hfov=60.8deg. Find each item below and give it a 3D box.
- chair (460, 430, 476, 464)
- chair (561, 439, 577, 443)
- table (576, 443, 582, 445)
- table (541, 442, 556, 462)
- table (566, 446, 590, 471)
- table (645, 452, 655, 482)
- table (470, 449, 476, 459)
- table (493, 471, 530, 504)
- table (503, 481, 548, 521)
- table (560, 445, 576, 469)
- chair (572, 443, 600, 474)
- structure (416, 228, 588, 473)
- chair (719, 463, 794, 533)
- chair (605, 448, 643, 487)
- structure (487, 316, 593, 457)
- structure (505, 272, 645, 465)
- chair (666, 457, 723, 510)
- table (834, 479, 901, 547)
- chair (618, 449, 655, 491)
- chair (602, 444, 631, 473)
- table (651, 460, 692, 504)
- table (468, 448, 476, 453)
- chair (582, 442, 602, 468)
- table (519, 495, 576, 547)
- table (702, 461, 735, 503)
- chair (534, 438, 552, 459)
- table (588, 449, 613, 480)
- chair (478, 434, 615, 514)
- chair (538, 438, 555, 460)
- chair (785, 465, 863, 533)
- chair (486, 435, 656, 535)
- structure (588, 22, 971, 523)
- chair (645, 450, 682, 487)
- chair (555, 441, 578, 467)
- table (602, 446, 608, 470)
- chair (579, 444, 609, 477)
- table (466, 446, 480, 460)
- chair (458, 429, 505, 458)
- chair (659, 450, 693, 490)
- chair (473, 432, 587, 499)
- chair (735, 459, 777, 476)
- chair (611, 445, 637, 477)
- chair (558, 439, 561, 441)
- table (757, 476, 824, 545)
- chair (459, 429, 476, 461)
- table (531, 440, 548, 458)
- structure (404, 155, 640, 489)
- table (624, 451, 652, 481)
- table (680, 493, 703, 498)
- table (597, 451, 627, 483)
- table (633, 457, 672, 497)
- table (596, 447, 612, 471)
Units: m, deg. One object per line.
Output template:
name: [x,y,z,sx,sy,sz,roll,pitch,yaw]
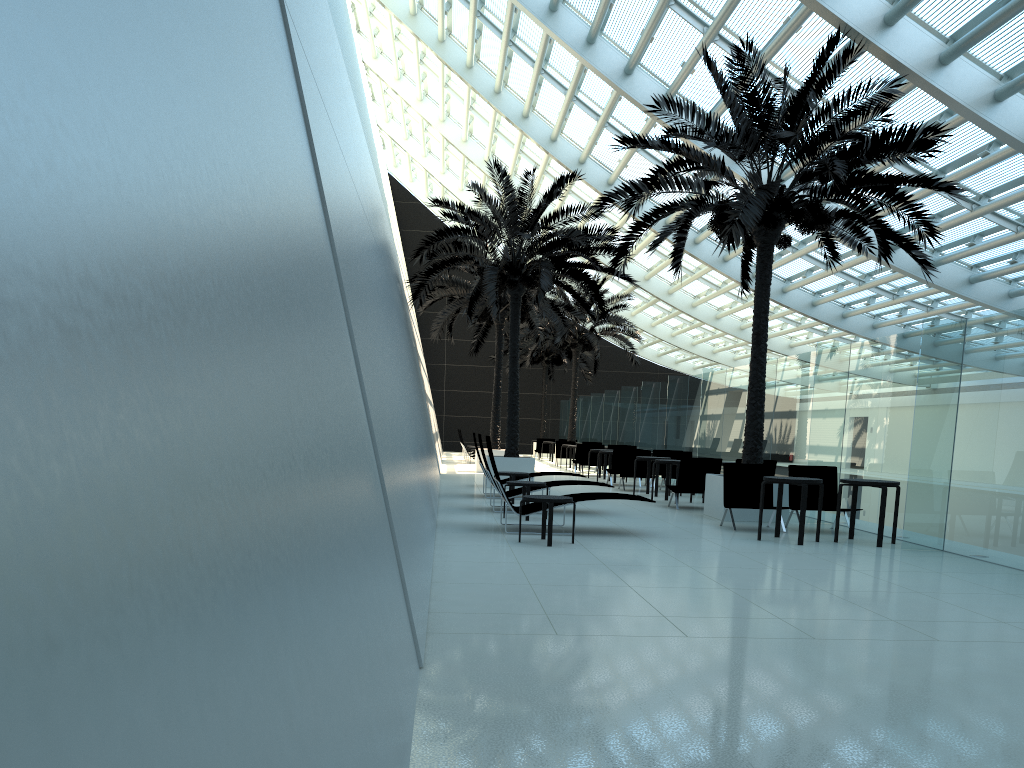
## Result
chair: [-0.786,2.183,30.084,2.037,1.172,0.911,2,4,-5]
chair: [2.397,2.730,35.889,0.716,0.898,0.878,2,2,-4]
table: [2.524,2.725,34.602,0.675,0.790,0.676,4,4,34]
table: [1.558,2.688,34.525,0.675,0.790,0.676,4,4,34]
table: [2.091,2.347,27.461,0.675,0.790,0.677,4,4,38]
table: [3.489,2.113,21.922,0.675,0.790,0.677,4,4,38]
table: [-1.089,2.441,28.939,0.550,0.523,0.551,3,2,34]
table: [-0.005,1.759,14.813,0.550,0.523,0.552,4,3,38]
table: [0.192,1.636,12.253,0.550,0.523,0.552,4,3,38]
table: [1.991,2.416,28.885,0.675,0.790,0.676,4,4,34]
chair: [2.213,2.235,26.285,0.716,0.898,0.878,2,2,-4]
structure: [-0.513,-0.958,24.315,4.264,6.976,4.600,5,5,29]
chair: [3.311,1.534,11.791,0.716,0.898,0.878,2,2,-4]
chair: [2.644,1.964,20.669,0.716,0.898,0.878,2,2,-4]
structure: [1.673,-0.143,40.071,4.455,7.102,4.750,0,5,-26]
structure: [2.269,-0.535,31.964,4.826,7.104,4.383,1,5,-11]
chair: [3.087,1.685,14.903,0.716,0.898,0.878,2,2,-4]
table: [4.359,1.572,10.705,0.674,0.790,0.677,5,4,43]
chair: [2.761,1.881,18.967,0.716,0.898,0.878,2,2,-4]
chair: [3.143,2.271,26.359,0.716,0.898,0.878,2,2,-4]
table: [2.965,1.797,16.079,0.675,0.790,0.677,4,4,38]
table: [-1.286,2.565,31.499,0.550,0.523,0.552,4,3,38]
chair: [2.831,2.457,30.225,0.716,0.898,0.878,2,2,-4]
table: [0.388,1.512,9.693,0.550,0.523,0.552,4,3,38]
table: [3.931,1.835,16.156,0.675,0.790,0.677,4,4,38]
chair: [1.352,2.776,37.505,0.716,0.898,0.878,2,2,-4]
table: [2.419,2.146,23.305,0.675,0.790,0.676,4,4,34]
chair: [0.495,1.378,13.398,2.037,1.172,0.911,2,4,-5]
chair: [1.467,2.694,35.815,0.716,0.898,0.878,2,2,-4]
chair: [4.241,1.570,11.866,0.716,0.898,0.878,2,2,-4]
chair: [0.692,1.254,10.838,2.037,1.172,0.911,2,4,-5]
structure: [3.737,-1.455,12.913,4.811,7.104,4.397,3,5,14]
chair: [3.574,1.999,20.744,0.716,0.898,0.878,2,2,-4]
chair: [1.902,2.421,30.150,0.716,0.898,0.878,2,2,-4]
table: [2.957,2.453,28.963,0.675,0.790,0.676,4,4,34]
chair: [2.329,2.152,24.595,0.716,0.898,0.878,2,2,-4]
table: [-1.488,2.692,34.139,0.550,0.523,0.552,4,3,38]
chair: [-1.185,2.434,35.284,2.037,1.172,0.911,2,4,-5]
chair: [3.690,1.917,19.041,0.716,0.898,0.878,2,2,-4]
chair: [0.299,1.501,15.958,2.037,1.172,0.911,2,4,-5]
chair: [4.016,1.721,14.978,0.716,0.898,0.878,2,2,-4]
chair: [3.258,2.188,24.669,0.716,0.898,0.878,2,2,-4]
chair: [2.281,2.812,37.580,0.716,0.898,0.878,2,2,-4]
table: [3.393,1.535,10.628,0.674,0.790,0.677,5,4,43]
chair: [-0.982,2.307,32.644,2.037,1.172,0.911,2,4,-5]
table: [1.230,2.888,38.681,0.674,0.790,0.677,5,4,43]
structure: [0.149,-1.208,18.364,4.641,6.915,4.225,0,5,-26]
table: [3.386,2.184,23.382,0.675,0.790,0.676,4,4,34]
table: [3.817,1.913,17.766,0.675,0.790,0.676,4,4,34]
table: [2.522,2.076,21.845,0.675,0.790,0.677,4,4,38]
table: [2.851,1.875,17.689,0.675,0.790,0.676,4,4,34]
table: [3.058,2.384,27.538,0.675,0.790,0.677,4,4,38]
